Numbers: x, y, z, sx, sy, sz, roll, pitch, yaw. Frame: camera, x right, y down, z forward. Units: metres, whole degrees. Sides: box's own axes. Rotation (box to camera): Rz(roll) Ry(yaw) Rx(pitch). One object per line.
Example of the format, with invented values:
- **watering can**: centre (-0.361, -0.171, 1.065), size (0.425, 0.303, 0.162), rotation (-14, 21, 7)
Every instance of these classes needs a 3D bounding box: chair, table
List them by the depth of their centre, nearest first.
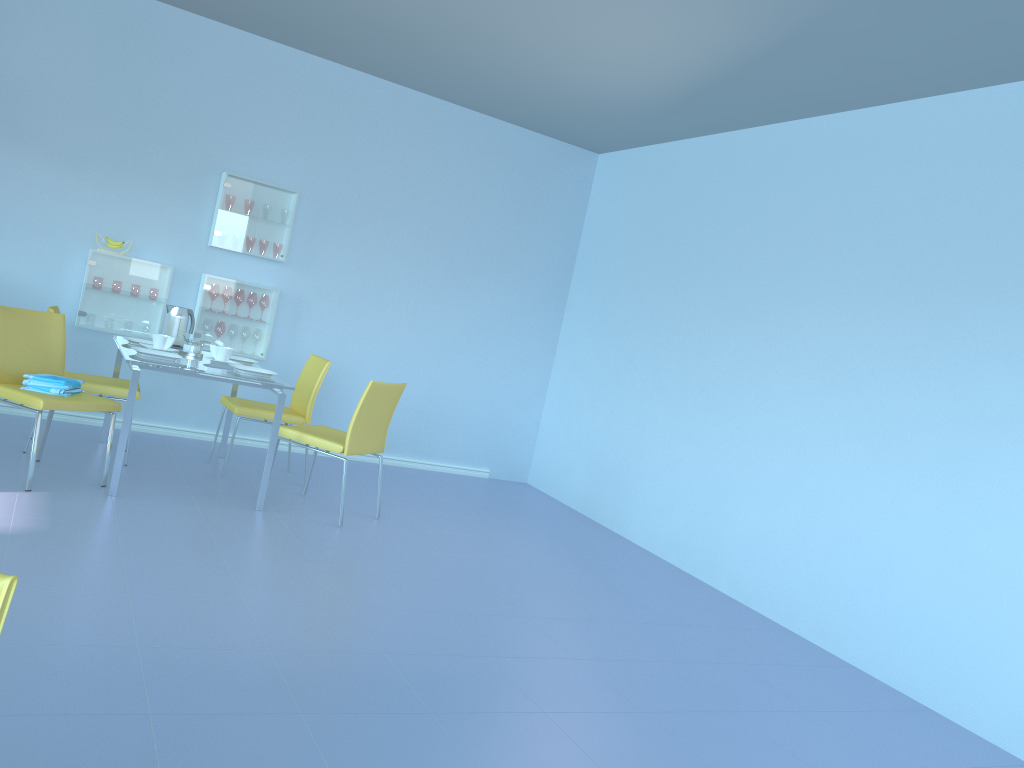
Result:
- **chair**: centre (-0.713, 0.487, 0.629), size (0.387, 0.695, 0.484), rotation (12, 3, 3)
- **chair**: centre (-2.022, 0.052, 3.857), size (0.484, 0.695, 0.387), rotation (14, 3, 26)
- **chair**: centre (-0.857, 0.281, 4.348), size (0.484, 0.695, 0.387), rotation (13, 3, 21)
- **table**: centre (-1.641, 0.165, 4.461), size (0.730, 0.590, 1.173), rotation (11, 3, -28)
- **chair**: centre (-2.138, -0.002, 4.475), size (0.484, 0.695, 0.387), rotation (11, 3, -25)
- **chair**: centre (-1.323, 0.155, 4.879), size (0.484, 0.695, 0.387), rotation (11, 3, -30)

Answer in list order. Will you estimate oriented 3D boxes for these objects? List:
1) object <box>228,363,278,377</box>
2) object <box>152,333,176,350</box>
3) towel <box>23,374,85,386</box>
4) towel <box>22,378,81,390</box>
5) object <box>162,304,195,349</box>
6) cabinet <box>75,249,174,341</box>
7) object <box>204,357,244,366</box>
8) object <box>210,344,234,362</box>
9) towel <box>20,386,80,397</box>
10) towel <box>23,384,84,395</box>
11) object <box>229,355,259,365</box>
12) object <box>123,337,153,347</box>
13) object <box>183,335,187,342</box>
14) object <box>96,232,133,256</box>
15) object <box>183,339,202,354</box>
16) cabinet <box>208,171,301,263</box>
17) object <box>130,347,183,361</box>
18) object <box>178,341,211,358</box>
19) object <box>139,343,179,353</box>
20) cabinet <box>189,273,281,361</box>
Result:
- **object**: centre (-1.273, -0.064, 4.353), size (0.228, 0.020, 0.228), rotation (11, 3, -31)
- **object**: centre (-1.745, -0.202, 4.409), size (0.111, 0.083, 0.091), rotation (15, 4, 44)
- **towel**: centre (-1.991, -0.018, 3.856), size (0.195, 0.033, 0.190), rotation (12, 3, -1)
- **towel**: centre (-1.993, -0.002, 3.853), size (0.195, 0.027, 0.192), rotation (12, 3, -7)
- **object**: centre (-1.832, -0.311, 4.842), size (0.132, 0.222, 0.146), rotation (13, 3, 15)
- **cabinet**: centre (-2.259, -0.515, 5.176), size (0.450, 0.450, 0.173), rotation (11, 3, -28)
- **object**: centre (-1.485, -0.115, 4.491), size (0.194, 0.020, 0.190), rotation (15, 4, 43)
- **object**: centre (-1.470, -0.146, 4.501), size (0.111, 0.083, 0.091), rotation (14, 3, 34)
- **towel**: centre (-1.999, 0.026, 3.852), size (0.195, 0.024, 0.201), rotation (12, 3, -8)
- **towel**: centre (-1.993, 0.014, 3.855), size (0.195, 0.024, 0.201), rotation (12, 3, -3)
- **object**: centre (-1.494, -0.132, 4.794), size (0.228, 0.020, 0.228), rotation (11, 3, -31)
- **object**: centre (-1.894, -0.209, 4.590), size (0.228, 0.020, 0.228), rotation (11, 3, -26)
- **object**: centre (-1.670, -0.210, 4.571), size (0.023, 0.079, 0.077), rotation (14, 3, 27)
- **object**: centre (-2.302, -0.803, 5.121), size (0.203, 0.100, 0.077), rotation (10, 3, -35)
- **object**: centre (-1.659, -0.190, 4.599), size (0.090, 0.071, 0.087), rotation (14, 3, 27)
- **cabinet**: centre (-1.578, -1.015, 5.439), size (0.450, 0.450, 0.173), rotation (11, 3, -28)
- **object**: centre (-1.659, -0.137, 4.138), size (0.228, 0.020, 0.228), rotation (11, 3, -31)
- **object**: centre (-1.642, -0.187, 4.612), size (0.166, 0.081, 0.123), rotation (10, 3, -36)
- **object**: centre (-1.742, -0.168, 4.421), size (0.190, 0.020, 0.194), rotation (10, 3, -36)
- **cabinet**: centre (-1.709, -0.410, 5.468), size (0.450, 0.450, 0.173), rotation (11, 3, -28)
